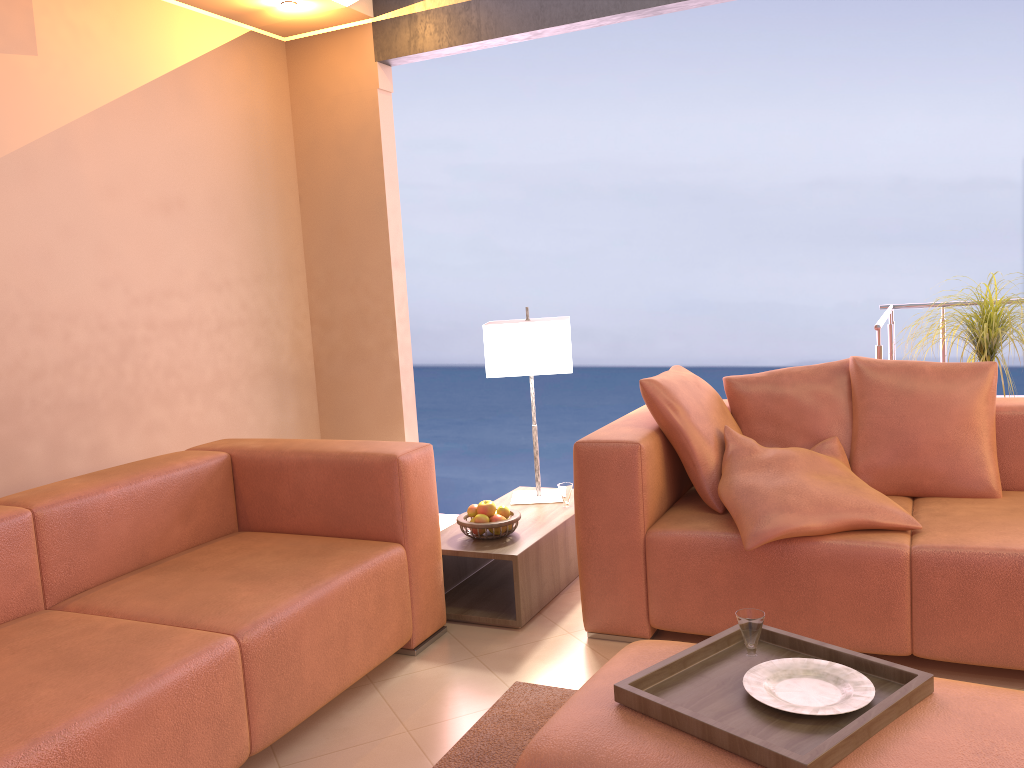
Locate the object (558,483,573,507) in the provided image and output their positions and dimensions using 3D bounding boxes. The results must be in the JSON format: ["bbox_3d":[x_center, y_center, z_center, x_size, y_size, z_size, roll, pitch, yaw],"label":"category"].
[{"bbox_3d":[0.215,0.446,3.542,0.061,0.091,0.061,-7,7,-24],"label":"object"}]

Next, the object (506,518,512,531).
[{"bbox_3d":[-0.018,0.510,3.220,0.046,0.046,0.055,-3,6,3],"label":"object"}]

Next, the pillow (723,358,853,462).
[{"bbox_3d":[1.007,0.142,3.118,0.492,0.446,0.255,-3,7,9],"label":"pillow"}]

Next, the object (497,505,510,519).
[{"bbox_3d":[-0.031,0.465,3.207,0.051,0.053,0.045,-9,9,-41],"label":"object"}]

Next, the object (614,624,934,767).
[{"bbox_3d":[0.498,0.583,1.702,0.436,0.034,0.421,-9,8,-39],"label":"object"}]

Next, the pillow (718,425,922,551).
[{"bbox_3d":[0.891,0.290,2.761,0.517,0.292,0.514,-4,6,-5],"label":"pillow"}]

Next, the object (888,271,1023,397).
[{"bbox_3d":[1.953,0.086,3.657,0.703,1.088,0.729,-4,7,-6],"label":"object"}]

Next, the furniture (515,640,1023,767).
[{"bbox_3d":[0.705,0.754,1.551,1.291,0.301,0.685,0,7,30],"label":"furniture"}]

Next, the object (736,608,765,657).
[{"bbox_3d":[0.506,0.530,1.878,0.061,0.091,0.061,-3,7,10],"label":"object"}]

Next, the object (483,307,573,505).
[{"bbox_3d":[0.088,0.080,3.688,0.344,0.799,0.344,-3,6,4],"label":"object"}]

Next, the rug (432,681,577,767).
[{"bbox_3d":[0.815,0.983,1.233,2.626,0.005,1.833,-1,7,25],"label":"rug"}]

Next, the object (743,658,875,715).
[{"bbox_3d":[0.566,0.583,1.697,0.240,0.018,0.240,-5,7,-11],"label":"object"}]

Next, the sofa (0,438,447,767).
[{"bbox_3d":[-1.221,0.694,1.984,0.943,0.672,2.781,-1,7,25],"label":"sofa"}]

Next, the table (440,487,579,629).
[{"bbox_3d":[0.034,0.647,3.470,0.412,0.268,0.918,-1,7,25],"label":"table"}]

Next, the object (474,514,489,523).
[{"bbox_3d":[-0.108,0.485,3.150,0.055,0.047,0.045,-3,6,2],"label":"object"}]

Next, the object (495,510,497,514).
[{"bbox_3d":[-0.075,0.496,3.241,0.077,0.065,0.076,1,8,36],"label":"object"}]

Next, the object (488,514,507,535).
[{"bbox_3d":[-0.052,0.502,3.170,0.074,0.076,0.072,1,8,35],"label":"object"}]

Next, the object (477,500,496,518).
[{"bbox_3d":[-0.092,0.452,3.190,0.069,0.061,0.068,-5,7,-13],"label":"object"}]

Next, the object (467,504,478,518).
[{"bbox_3d":[-0.138,0.460,3.216,0.047,0.046,0.054,-2,7,12],"label":"object"}]

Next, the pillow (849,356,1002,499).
[{"bbox_3d":[1.360,0.140,2.948,0.470,0.468,0.211,-1,7,20],"label":"pillow"}]

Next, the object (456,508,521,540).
[{"bbox_3d":[-0.083,0.512,3.216,0.235,0.071,0.235,-2,7,17],"label":"object"}]

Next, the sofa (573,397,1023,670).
[{"bbox_3d":[1.633,0.427,2.692,2.781,0.672,0.943,-1,7,25],"label":"sofa"}]

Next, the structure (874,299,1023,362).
[{"bbox_3d":[3.708,-0.109,3.582,4.176,0.541,1.663,-1,7,25],"label":"structure"}]

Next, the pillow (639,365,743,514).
[{"bbox_3d":[0.659,0.175,3.077,0.314,0.455,0.519,-1,7,22],"label":"pillow"}]
